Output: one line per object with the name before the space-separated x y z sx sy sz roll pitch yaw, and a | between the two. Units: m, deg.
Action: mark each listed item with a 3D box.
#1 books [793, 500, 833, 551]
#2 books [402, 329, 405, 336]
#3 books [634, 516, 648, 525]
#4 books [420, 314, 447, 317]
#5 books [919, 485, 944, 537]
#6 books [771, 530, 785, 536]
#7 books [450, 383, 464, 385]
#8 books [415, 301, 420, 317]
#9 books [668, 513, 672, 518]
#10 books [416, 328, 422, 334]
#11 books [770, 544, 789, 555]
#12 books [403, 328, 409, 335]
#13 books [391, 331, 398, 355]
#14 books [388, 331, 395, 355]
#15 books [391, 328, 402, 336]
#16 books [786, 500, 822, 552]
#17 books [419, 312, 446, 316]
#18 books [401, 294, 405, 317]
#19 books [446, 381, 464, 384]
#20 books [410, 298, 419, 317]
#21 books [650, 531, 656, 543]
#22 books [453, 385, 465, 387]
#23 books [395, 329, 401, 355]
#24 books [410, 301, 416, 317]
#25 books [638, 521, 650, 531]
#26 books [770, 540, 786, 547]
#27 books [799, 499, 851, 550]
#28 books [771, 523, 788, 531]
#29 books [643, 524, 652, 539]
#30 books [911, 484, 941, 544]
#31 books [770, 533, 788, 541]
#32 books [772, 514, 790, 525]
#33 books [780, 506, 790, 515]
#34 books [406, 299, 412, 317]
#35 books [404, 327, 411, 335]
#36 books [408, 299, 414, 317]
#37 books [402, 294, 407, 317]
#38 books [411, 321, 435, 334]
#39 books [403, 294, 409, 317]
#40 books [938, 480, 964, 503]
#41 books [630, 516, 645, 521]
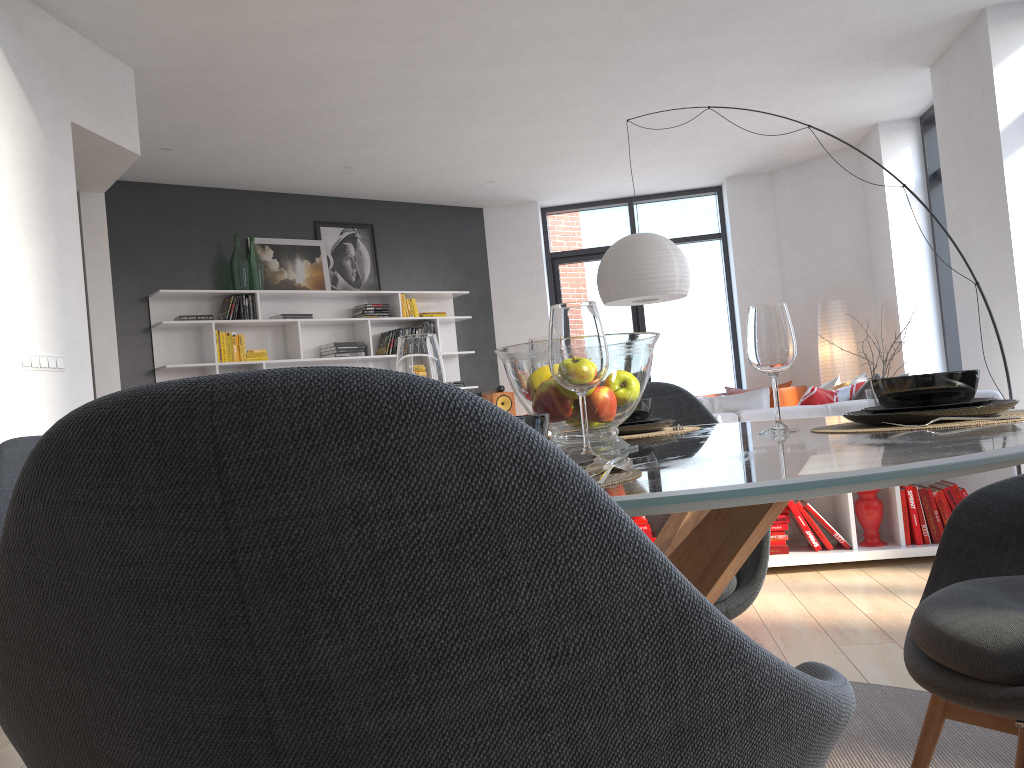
books | 1.379 0.643 4.091 0.148 0.232 0.171 -6 -1 9
books | -1.087 -0.390 8.466 0.068 0.243 0.179 -4 -2 -39
books | 0.522 0.653 4.208 0.236 0.023 0.178 -6 -1 7
books | -0.801 -0.656 8.715 0.257 0.028 0.194 -5 -2 -33
books | 1.892 0.585 4.009 0.066 0.247 0.175 -6 -1 7
books | 1.134 0.688 4.130 0.236 0.023 0.178 -6 -1 7
books | -0.598 0.011 8.775 0.198 0.015 0.142 -4 -2 -39
books | -0.954 -0.725 8.563 0.044 0.184 0.142 -4 -2 -37
books | 0.730 0.699 4.172 0.144 0.247 0.188 -6 -1 7
books | -0.946 -0.405 8.578 0.084 0.249 0.191 -4 -2 -38
books | 1.144 0.766 4.138 0.259 0.034 0.206 -6 -1 10
books | -1.060 -0.396 8.493 0.084 0.249 0.191 -4 -2 -38
books | -1.148 -0.382 8.408 0.081 0.233 0.169 -4 -2 -39
books | -1.181 -0.378 8.400 0.096 0.234 0.187 -4 -2 -38
books | -1.112 -0.394 8.454 0.075 0.254 0.192 -4 -2 -39
books | 1.332 0.639 4.103 0.134 0.248 0.192 -6 -1 7
books | -0.811 -0.681 8.721 0.257 0.024 0.203 -4 -2 -35
books | -1.083 -0.737 8.451 0.041 0.229 0.161 -4 -2 -39
books | -0.607 -0.007 8.788 0.213 0.023 0.161 -4 -2 -34
books | -0.967 -0.723 8.542 0.064 0.184 0.141 -4 -2 -37
books | 0.533 0.746 4.226 0.301 0.032 0.227 -6 -1 7
books | -0.594 0.030 8.773 0.213 0.023 0.161 -4 -2 -34
books | -1.114 -0.388 8.420 0.069 0.242 0.172 -4 -2 -37
books | -0.976 -0.711 8.515 0.046 0.161 0.108 -4 -2 -39
books | 0.516 0.679 4.214 0.261 0.027 0.191 -6 -1 3
books | 1.131 0.737 4.132 0.266 0.026 0.187 -6 -2 13
books | 1.435 0.644 4.084 0.186 0.223 0.188 -6 -1 7
books | 1.141 0.662 4.134 0.261 0.027 0.191 -6 -1 11
books | 0.523 0.712 4.229 0.279 0.039 0.206 -6 -1 8
books | 1.864 0.585 4.024 0.076 0.252 0.199 -6 -1 7
books | 1.140 0.711 4.138 0.257 0.025 0.182 -6 -1 7
books | 1.138 0.629 4.152 0.279 0.039 0.206 -6 -1 6
books | 1.132 0.595 4.178 0.301 0.032 0.227 -6 -1 7
books | -1.018 -0.717 8.507 0.054 0.180 0.132 -4 -2 -38
books | -1.035 -0.403 8.514 0.066 0.260 0.197 -4 -2 -38
books | -0.998 -0.718 8.513 0.044 0.178 0.128 -4 -2 -38
books | -1.077 -0.735 8.480 0.041 0.224 0.163 -4 -2 -40
books | -0.864 -0.441 8.682 0.128 0.321 0.259 -4 -2 -38
books | -1.058 -0.736 8.505 0.054 0.224 0.164 -4 -2 -39
books | 2.024 0.567 4.013 0.116 0.255 0.198 -6 -1 7
books | 0.502 0.631 4.220 0.257 0.025 0.182 -6 -1 7
